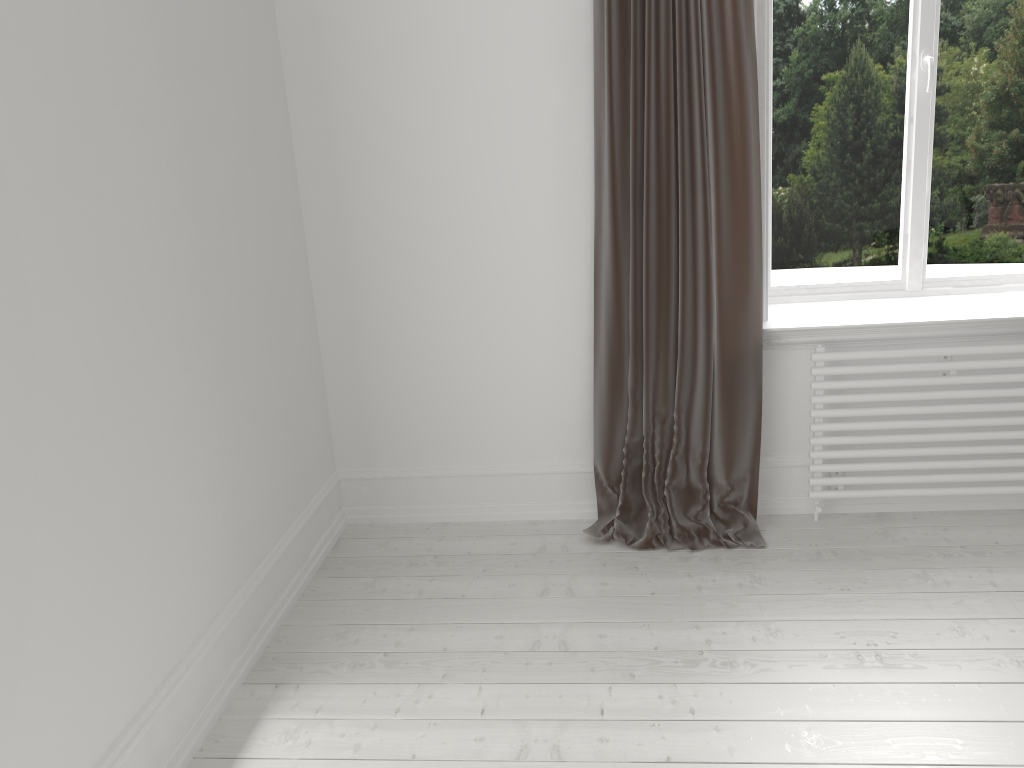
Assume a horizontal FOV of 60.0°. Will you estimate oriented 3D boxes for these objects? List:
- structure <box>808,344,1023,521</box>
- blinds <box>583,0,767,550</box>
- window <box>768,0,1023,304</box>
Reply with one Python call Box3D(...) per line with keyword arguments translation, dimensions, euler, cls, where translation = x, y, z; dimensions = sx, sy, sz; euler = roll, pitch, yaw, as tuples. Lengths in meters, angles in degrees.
Box3D(translation=(1.426, 0.173, 2.915), dimensions=(0.887, 0.670, 0.120), euler=(-2, 16, 7), cls="structure")
Box3D(translation=(0.447, -0.783, 2.619), dimensions=(0.595, 2.681, 0.246), euler=(0, 16, 15), cls="blinds")
Box3D(translation=(1.367, -1.226, 2.909), dimensions=(1.112, 1.956, 0.120), euler=(-2, 16, 7), cls="window")
